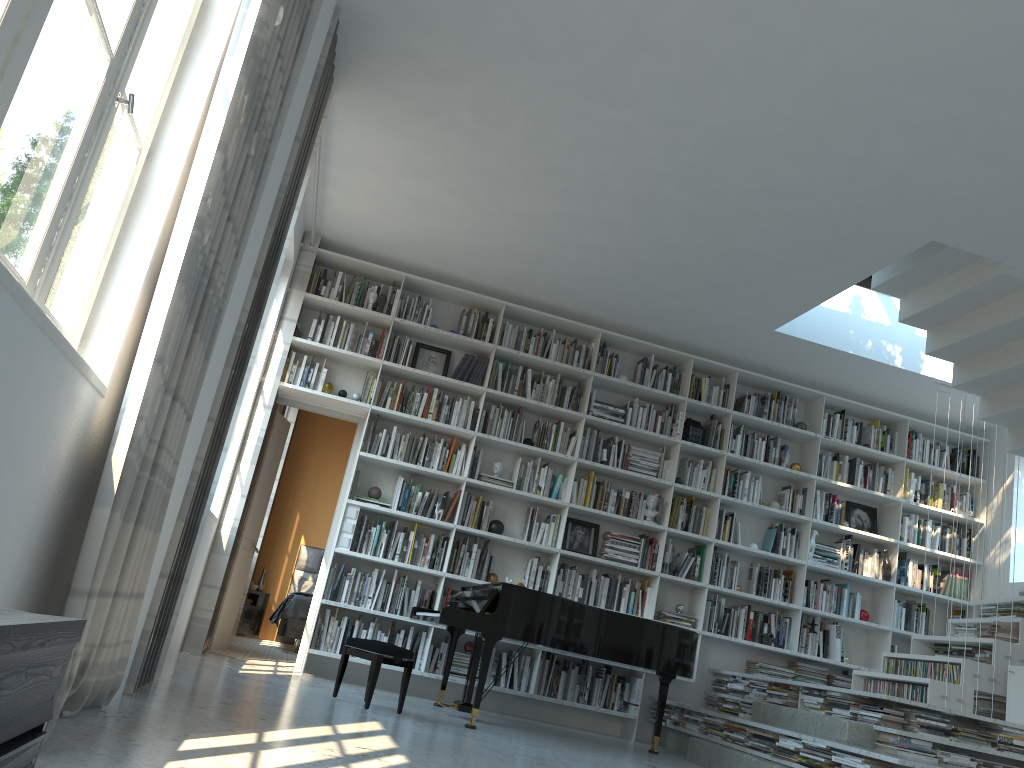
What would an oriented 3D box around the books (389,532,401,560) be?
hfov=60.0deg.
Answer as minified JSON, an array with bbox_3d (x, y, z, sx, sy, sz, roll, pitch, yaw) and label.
[{"bbox_3d":[-0.906,1.250,6.786,0.045,0.229,0.138,15,-16,-10],"label":"books"}]

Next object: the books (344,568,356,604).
[{"bbox_3d":[-1.216,1.512,6.624,0.029,0.265,0.172,15,-16,-10],"label":"books"}]

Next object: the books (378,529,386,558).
[{"bbox_3d":[-0.998,1.222,6.742,0.015,0.218,0.190,15,-16,-10],"label":"books"}]

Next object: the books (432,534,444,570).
[{"bbox_3d":[-0.577,1.302,6.826,0.014,0.285,0.180,15,-16,-10],"label":"books"}]

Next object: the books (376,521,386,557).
[{"bbox_3d":[-1.001,1.187,6.743,0.007,0.285,0.182,15,-16,-10],"label":"books"}]

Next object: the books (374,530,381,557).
[{"bbox_3d":[-1.035,1.224,6.759,0.016,0.210,0.146,15,-16,-10],"label":"books"}]

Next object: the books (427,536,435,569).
[{"bbox_3d":[-0.636,1.305,6.832,0.013,0.259,0.143,15,-16,-10],"label":"books"}]

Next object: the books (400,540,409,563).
[{"bbox_3d":[-0.831,1.286,6.767,0.029,0.181,0.190,15,-16,-10],"label":"books"}]

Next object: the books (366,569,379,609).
[{"bbox_3d":[-1.058,1.542,6.672,0.027,0.298,0.142,15,-16,-10],"label":"books"}]

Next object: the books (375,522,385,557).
[{"bbox_3d":[-1.015,1.194,6.762,0.009,0.277,0.158,15,-16,-10],"label":"books"}]

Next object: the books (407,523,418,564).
[{"bbox_3d":[-0.772,1.234,6.803,0.021,0.322,0.172,15,-16,-10],"label":"books"}]

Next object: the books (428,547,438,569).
[{"bbox_3d":[-0.618,1.349,6.826,0.041,0.181,0.142,15,-16,-10],"label":"books"}]

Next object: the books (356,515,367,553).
[{"bbox_3d":[-1.147,1.149,6.737,0.014,0.293,0.172,15,-16,-10],"label":"books"}]

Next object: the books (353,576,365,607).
[{"bbox_3d":[-1.147,1.550,6.624,0.028,0.222,0.189,15,-16,-10],"label":"books"}]

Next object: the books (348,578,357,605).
[{"bbox_3d":[-1.202,1.555,6.640,0.025,0.199,0.137,15,-16,-10],"label":"books"}]

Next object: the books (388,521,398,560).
[{"bbox_3d":[-0.921,1.202,6.774,0.012,0.305,0.190,15,-16,-10],"label":"books"}]

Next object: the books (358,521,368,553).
[{"bbox_3d":[-1.136,1.173,6.742,0.022,0.256,0.142,15,-16,-10],"label":"books"}]

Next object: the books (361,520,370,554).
[{"bbox_3d":[-1.116,1.169,6.728,0.007,0.263,0.177,15,-16,-10],"label":"books"}]

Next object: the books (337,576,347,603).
[{"bbox_3d":[-1.274,1.535,6.621,0.024,0.197,0.148,15,-16,-10],"label":"books"}]

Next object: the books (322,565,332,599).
[{"bbox_3d":[-1.382,1.478,6.608,0.012,0.253,0.161,15,-16,-10],"label":"books"}]

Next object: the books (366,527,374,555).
[{"bbox_3d":[-1.088,1.203,6.738,0.015,0.217,0.177,15,-16,-10],"label":"books"}]

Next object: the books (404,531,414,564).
[{"bbox_3d":[-0.800,1.261,6.792,0.026,0.253,0.177,15,-16,-10],"label":"books"}]

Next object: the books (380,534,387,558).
[{"bbox_3d":[-0.985,1.240,6.736,0.016,0.188,0.184,15,-16,-10],"label":"books"}]

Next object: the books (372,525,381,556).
[{"bbox_3d":[-1.036,1.198,6.732,0.009,0.244,0.185,15,-16,-10],"label":"books"}]

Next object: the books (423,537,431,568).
[{"bbox_3d":[-0.668,1.303,6.822,0.010,0.245,0.160,15,-16,-10],"label":"books"}]

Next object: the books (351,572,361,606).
[{"bbox_3d":[-1.176,1.540,6.655,0.022,0.247,0.134,15,-16,-10],"label":"books"}]

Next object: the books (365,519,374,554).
[{"bbox_3d":[-1.091,1.170,6.739,0.008,0.279,0.164,15,-16,-10],"label":"books"}]

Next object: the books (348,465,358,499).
[{"bbox_3d":[-1.232,0.771,6.815,0.012,0.284,0.160,15,-16,-10],"label":"books"}]

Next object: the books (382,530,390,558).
[{"bbox_3d":[-0.974,1.232,6.777,0.016,0.230,0.136,15,-16,-10],"label":"books"}]

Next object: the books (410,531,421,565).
[{"bbox_3d":[-0.753,1.267,6.791,0.028,0.260,0.181,15,-16,-10],"label":"books"}]

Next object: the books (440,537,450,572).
[{"bbox_3d":[-0.534,1.325,6.862,0.024,0.279,0.136,15,-16,-10],"label":"books"}]

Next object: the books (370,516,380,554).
[{"bbox_3d":[-1.053,1.163,6.753,0.006,0.314,0.146,15,-16,-10],"label":"books"}]

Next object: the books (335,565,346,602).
[{"bbox_3d":[-1.282,1.495,6.628,0.010,0.273,0.150,15,-16,-10],"label":"books"}]

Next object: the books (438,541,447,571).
[{"bbox_3d":[-0.549,1.334,6.832,0.010,0.239,0.175,15,-16,-10],"label":"books"}]

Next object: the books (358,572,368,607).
[{"bbox_3d":[-1.125,1.539,6.634,0.013,0.256,0.190,15,-16,-10],"label":"books"}]

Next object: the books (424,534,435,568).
[{"bbox_3d":[-0.647,1.294,6.812,0.021,0.264,0.186,15,-16,-10],"label":"books"}]

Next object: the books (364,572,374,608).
[{"bbox_3d":[-1.082,1.551,6.672,0.013,0.273,0.146,15,-16,-10],"label":"books"}]

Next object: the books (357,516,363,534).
[{"bbox_3d":[-1.176,1.149,6.739,0.008,0.284,0.160,15,-16,-10],"label":"books"}]

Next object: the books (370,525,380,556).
[{"bbox_3d":[-1.050,1.199,6.743,0.014,0.242,0.171,15,-16,-10],"label":"books"}]

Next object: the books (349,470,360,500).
[{"bbox_3d":[-1.214,0.793,6.803,0.028,0.242,0.157,15,-16,-10],"label":"books"}]

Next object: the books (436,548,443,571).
[{"bbox_3d":[-0.577,1.361,6.847,0.023,0.186,0.130,15,-16,-10],"label":"books"}]

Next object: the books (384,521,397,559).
[{"bbox_3d":[-0.934,1.198,6.759,0.019,0.299,0.180,15,-16,-10],"label":"books"}]

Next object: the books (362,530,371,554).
[{"bbox_3d":[-1.108,1.204,6.705,0.019,0.188,0.193,15,-16,-10],"label":"books"}]

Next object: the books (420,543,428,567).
[{"bbox_3d":[-0.690,1.324,6.817,0.023,0.193,0.140,15,-16,-10],"label":"books"}]

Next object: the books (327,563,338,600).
[{"bbox_3d":[-1.335,1.471,6.590,0.011,0.276,0.189,15,-16,-10],"label":"books"}]

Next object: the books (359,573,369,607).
[{"bbox_3d":[-1.113,1.543,6.631,0.010,0.252,0.178,15,-16,-10],"label":"books"}]

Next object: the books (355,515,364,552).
[{"bbox_3d":[-1.164,1.149,6.740,0.016,0.288,0.153,15,-16,-10],"label":"books"}]

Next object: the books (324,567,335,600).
[{"bbox_3d":[-1.361,1.487,6.597,0.029,0.238,0.154,15,-16,-10],"label":"books"}]

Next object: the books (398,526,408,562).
[{"bbox_3d":[-0.843,1.235,6.786,0.014,0.281,0.150,15,-16,-10],"label":"books"}]

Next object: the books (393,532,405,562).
[{"bbox_3d":[-0.868,1.255,6.776,0.027,0.229,0.159,15,-16,-10],"label":"books"}]

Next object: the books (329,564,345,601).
[{"bbox_3d":[-1.306,1.478,6.605,0.052,0.282,0.172,15,-16,-10],"label":"books"}]

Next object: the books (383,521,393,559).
[{"bbox_3d":[-0.956,1.204,6.791,0.009,0.298,0.141,15,-16,-10],"label":"books"}]

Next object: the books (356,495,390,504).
[{"bbox_3d":[-1.073,0.900,6.821,0.254,0.012,0.161,15,-17,-9],"label":"books"}]

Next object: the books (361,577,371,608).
[{"bbox_3d":[-1.101,1.562,6.644,0.028,0.228,0.158,15,-16,-10],"label":"books"}]

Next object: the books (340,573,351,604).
[{"bbox_3d":[-1.244,1.525,6.608,0.022,0.220,0.188,15,-16,-10],"label":"books"}]

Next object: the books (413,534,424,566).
[{"bbox_3d":[-0.729,1.281,6.799,0.028,0.248,0.159,15,-16,-10],"label":"books"}]

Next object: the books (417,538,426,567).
[{"bbox_3d":[-0.709,1.301,6.815,0.025,0.228,0.153,15,-16,-10],"label":"books"}]

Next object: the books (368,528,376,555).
[{"bbox_3d":[-1.071,1.204,6.729,0.015,0.216,0.180,15,-16,-10],"label":"books"}]
